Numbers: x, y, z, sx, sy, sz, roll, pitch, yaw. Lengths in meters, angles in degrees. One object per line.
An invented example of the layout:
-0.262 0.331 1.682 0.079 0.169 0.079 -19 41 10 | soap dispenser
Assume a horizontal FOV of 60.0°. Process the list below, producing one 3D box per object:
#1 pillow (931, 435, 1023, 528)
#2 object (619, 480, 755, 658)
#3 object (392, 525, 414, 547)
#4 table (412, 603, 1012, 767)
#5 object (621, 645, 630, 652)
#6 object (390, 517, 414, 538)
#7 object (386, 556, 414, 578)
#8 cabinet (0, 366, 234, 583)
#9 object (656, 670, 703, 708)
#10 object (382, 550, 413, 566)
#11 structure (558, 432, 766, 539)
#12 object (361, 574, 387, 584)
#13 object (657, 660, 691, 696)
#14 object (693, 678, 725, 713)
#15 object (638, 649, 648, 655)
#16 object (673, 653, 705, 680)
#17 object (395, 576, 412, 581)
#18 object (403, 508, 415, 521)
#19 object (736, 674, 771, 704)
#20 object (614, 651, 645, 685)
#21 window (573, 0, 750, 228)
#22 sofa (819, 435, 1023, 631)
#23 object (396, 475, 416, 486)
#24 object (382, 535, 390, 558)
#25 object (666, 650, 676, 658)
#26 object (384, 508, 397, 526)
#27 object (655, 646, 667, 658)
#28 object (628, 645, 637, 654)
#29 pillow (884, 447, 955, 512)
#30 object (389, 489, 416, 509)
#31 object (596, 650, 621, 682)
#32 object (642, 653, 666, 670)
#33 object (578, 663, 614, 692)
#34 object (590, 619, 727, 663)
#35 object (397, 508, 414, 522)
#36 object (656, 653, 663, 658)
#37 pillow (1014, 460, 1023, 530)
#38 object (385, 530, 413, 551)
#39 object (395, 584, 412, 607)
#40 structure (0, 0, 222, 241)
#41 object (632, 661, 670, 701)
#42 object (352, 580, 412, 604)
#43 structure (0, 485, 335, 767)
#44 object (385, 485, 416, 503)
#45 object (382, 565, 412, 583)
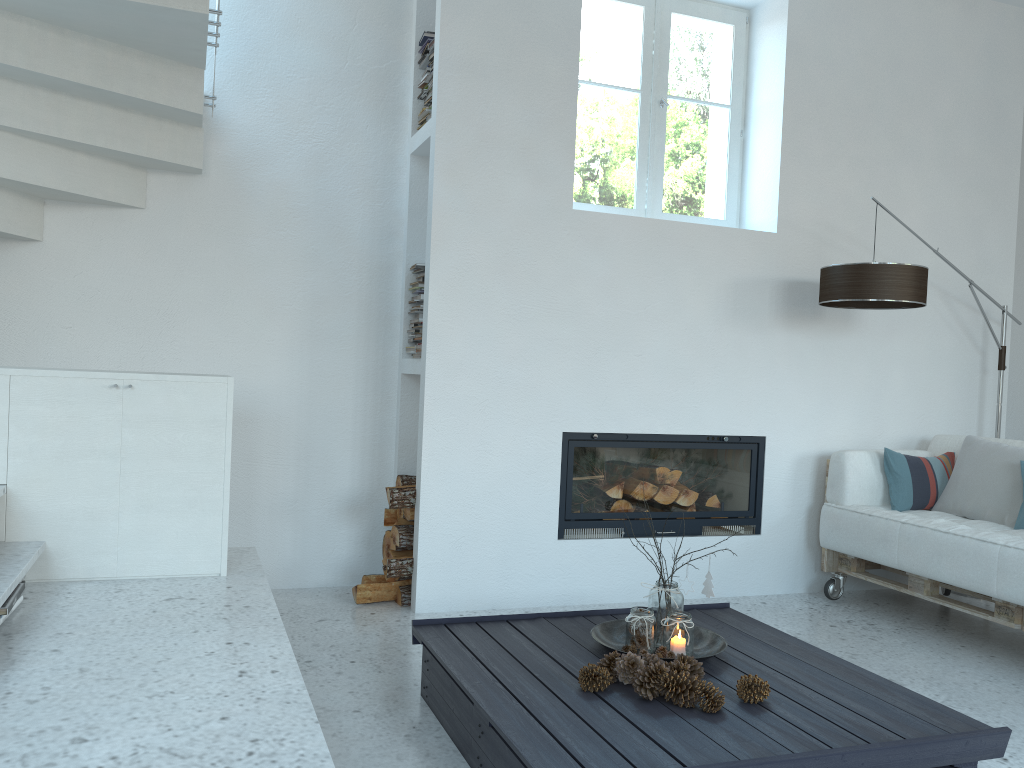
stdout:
2.256 0.457 4.105 0.239 0.407 0.594 2 1 -25 | pillow
0.552 0.584 2.854 0.435 0.522 0.309 3 1 10 | object
-0.349 0.696 4.098 0.393 0.092 0.129 2 1 -25 | object
0.461 0.946 2.638 1.258 0.218 1.269 2 1 -20 | table
0.354 0.825 2.759 0.029 0.030 0.025 3 1 1 | object
-0.393 0.731 4.186 0.405 0.225 0.068 2 1 -28 | object
-0.361 0.821 4.010 0.442 0.094 0.096 2 1 -23 | object
-1.492 0.286 3.023 0.993 0.668 0.551 2 1 -20 | cabinet
0.453 0.817 2.373 0.114 0.101 0.110 2 1 -38 | object
-0.387 0.830 4.242 0.440 0.109 0.168 2 1 -32 | object
0.652 0.525 4.608 1.211 0.584 0.734 2 1 -24 | structure
-0.494 0.954 4.261 0.446 0.098 0.116 2 1 -24 | object
0.434 0.810 2.443 0.108 0.108 0.094 3 1 38 | object
0.522 0.829 2.342 0.082 0.085 0.082 2 1 -5 | object
0.402 0.824 2.705 0.030 0.035 0.035 2 1 -22 | object
0.506 0.820 2.547 0.092 0.100 0.083 2 1 -15 | object
-0.361 0.844 4.111 0.394 0.107 0.149 2 1 -30 | object
-0.285 0.583 4.124 0.434 0.103 0.141 2 1 -24 | object
0.663 0.832 2.420 0.098 0.083 0.081 2 1 -15 | object
0.335 0.804 2.505 0.097 0.102 0.099 3 1 40 | object
0.724 -1.399 4.524 1.117 1.226 0.072 2 1 -20 | window
2.310 0.694 3.620 0.871 0.854 2.194 2 1 -20 | sofa
-0.388 0.510 4.294 0.332 0.140 0.141 2 1 -20 | object
-0.400 0.794 4.290 0.439 0.148 0.128 2 1 -21 | object
0.484 0.829 2.703 0.030 0.035 0.035 3 1 3 | object
-0.431 0.645 4.297 0.406 0.086 0.087 2 1 -22 | object
0.460 0.823 2.725 0.039 0.043 0.038 3 1 41 | object
0.371 0.823 2.736 0.031 0.035 0.031 2 1 -20 | object
2.034 0.477 4.399 0.438 0.317 0.175 2 1 -12 | pillow
-0.349 0.516 4.007 0.442 0.094 0.096 2 1 -23 | object
0.283 0.810 2.543 0.086 0.101 0.078 4 1 44 | object
0.399 0.815 2.527 0.091 0.086 0.106 2 1 -6 | object
0.233 0.816 2.462 0.098 0.084 0.078 2 1 -20 | object
0.464 0.824 2.821 0.429 0.038 0.429 3 1 20 | object
-0.379 0.624 4.226 0.328 0.152 0.133 2 1 -23 | object
0.444 0.831 2.696 0.030 0.027 0.026 3 1 37 | object
2.356 0.507 3.728 0.204 0.322 0.478 2 1 -38 | pillow
-0.409 0.747 4.249 0.397 0.109 0.132 2 1 -35 | object
-0.340 0.967 4.114 0.408 0.097 0.138 2 1 -26 | object
-1.826 -1.064 2.468 1.954 3.383 2.612 2 1 -20 | structure
0.374 0.800 2.395 0.097 0.106 0.090 3 1 1 | object
-0.441 0.938 4.133 0.642 0.108 0.134 2 1 -32 | object
-2.212 0.617 2.247 3.113 0.659 2.898 2 1 -20 | structure
-0.386 0.519 4.211 0.418 0.101 0.110 2 1 -18 | object
-0.388 0.826 4.089 0.446 0.207 0.084 2 1 -25 | object
